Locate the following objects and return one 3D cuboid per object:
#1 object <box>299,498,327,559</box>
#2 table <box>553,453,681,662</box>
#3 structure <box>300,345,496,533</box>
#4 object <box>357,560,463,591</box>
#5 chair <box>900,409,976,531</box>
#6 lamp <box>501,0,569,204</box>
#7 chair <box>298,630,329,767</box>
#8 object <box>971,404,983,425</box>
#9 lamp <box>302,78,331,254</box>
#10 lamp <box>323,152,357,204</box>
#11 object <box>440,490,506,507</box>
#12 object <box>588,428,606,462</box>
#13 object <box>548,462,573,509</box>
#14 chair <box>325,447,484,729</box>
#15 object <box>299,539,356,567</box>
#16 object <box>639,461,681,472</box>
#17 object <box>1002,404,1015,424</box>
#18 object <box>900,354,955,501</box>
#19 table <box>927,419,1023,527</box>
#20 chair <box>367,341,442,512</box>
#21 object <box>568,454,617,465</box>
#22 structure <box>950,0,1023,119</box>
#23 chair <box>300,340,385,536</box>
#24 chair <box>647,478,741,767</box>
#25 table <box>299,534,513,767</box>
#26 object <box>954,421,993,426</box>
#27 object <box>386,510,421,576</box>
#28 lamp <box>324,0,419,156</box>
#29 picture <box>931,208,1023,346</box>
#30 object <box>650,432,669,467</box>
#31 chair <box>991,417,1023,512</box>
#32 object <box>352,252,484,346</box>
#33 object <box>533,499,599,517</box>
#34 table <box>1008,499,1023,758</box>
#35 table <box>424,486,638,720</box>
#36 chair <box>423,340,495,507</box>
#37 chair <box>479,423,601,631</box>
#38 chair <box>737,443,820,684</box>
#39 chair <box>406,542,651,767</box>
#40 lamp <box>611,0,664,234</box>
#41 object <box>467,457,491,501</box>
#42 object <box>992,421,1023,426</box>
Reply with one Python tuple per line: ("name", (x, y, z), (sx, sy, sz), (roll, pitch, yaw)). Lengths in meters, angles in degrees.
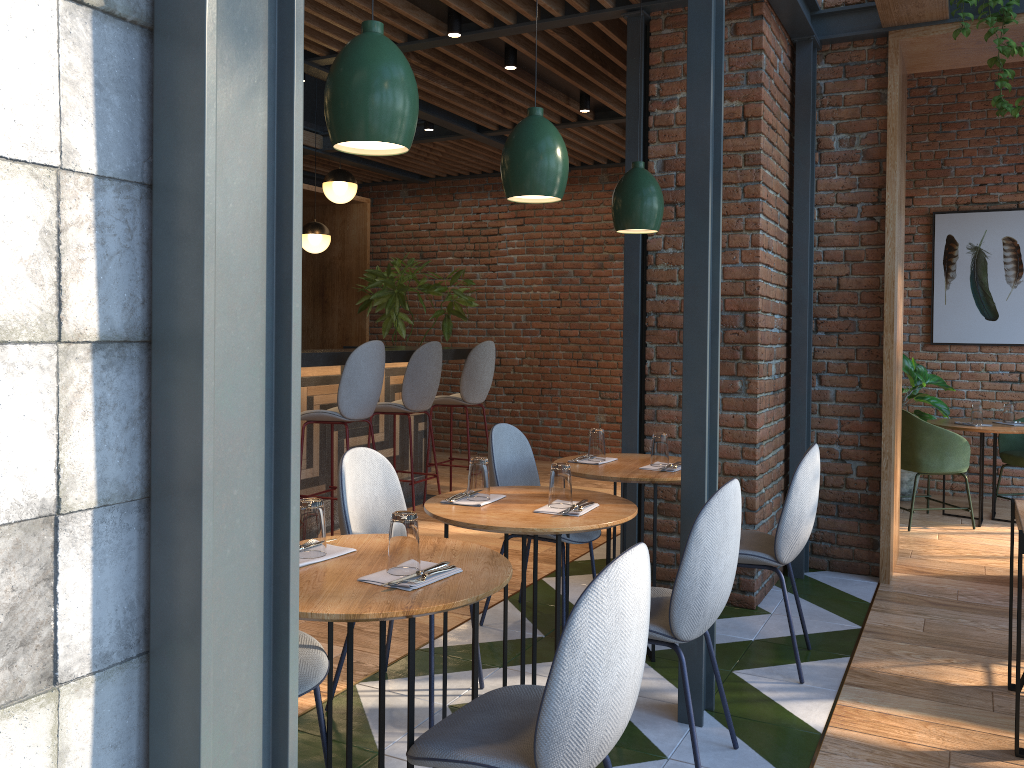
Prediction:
("object", (-0.503, 0.358, 2.213), (0.080, 0.138, 0.080), (1, 1, -5))
("table", (0.523, 0.721, 3.827), (0.699, 0.746, 0.700), (0, 2, -16))
("structure", (-2.516, 0.255, 5.588), (2.918, 1.395, 4.924), (2, 4, 27))
("object", (-0.240, 0.437, 2.048), (0.157, 0.019, 0.243), (3, 4, 32))
("chair", (2.879, 0.566, 6.251), (0.515, 0.818, 0.639), (0, 2, -9))
("lamp", (0.085, -1.615, 2.898), (0.224, 2.020, 0.224), (1, 1, 31))
("chair", (-0.743, 0.726, 2.342), (0.508, 0.887, 0.418), (2, 2, 33))
("object", (3.299, 0.215, 6.283), (0.080, 0.138, 0.080), (-1, 2, -42))
("lamp", (-1.655, -3.005, 7.506), (0.268, 3.792, 0.268), (0, 1, -42))
("lamp", (-1.328, -3.309, 6.922), (0.268, 3.792, 0.268), (1, 1, 37))
("object", (-0.125, 0.381, 2.997), (0.157, 0.019, 0.243), (2, 4, 24))
("object", (0.373, 0.266, 3.893), (0.080, 0.138, 0.080), (0, 2, -26))
("object", (0.157, 0.326, 2.863), (0.080, 0.138, 0.080), (2, 2, 37))
("chair", (-0.360, 0.682, 3.146), (0.508, 0.887, 0.418), (1, 1, 23))
("object", (-0.512, 0.422, 2.244), (0.157, 0.019, 0.243), (3, 4, 32))
("object", (0.640, 0.345, 3.735), (0.157, 0.019, 0.243), (3, 4, 31))
("object", (3.573, 0.213, 6.371), (0.080, 0.138, 0.080), (-1, 2, -42))
("object", (3.133, 0.328, 7.108), (0.633, 1.195, 0.715), (0, 1, -12))
("table", (3.409, 0.632, 6.341), (0.807, 0.686, 0.808), (1, 2, 11))
("chair", (-0.737, 0.326, 6.012), (0.508, 1.242, 0.418), (1, 1, 25))
("object", (0.363, 0.330, 3.924), (0.157, 0.019, 0.243), (3, 4, 31))
("structure", (2.224, -1.747, 4.213), (0.513, 0.968, 0.665), (1, 2, 19))
("chair", (-1.023, 0.355, 5.299), (0.508, 1.242, 0.418), (1, 1, 23))
("chair", (0.437, 0.717, 2.728), (0.508, 0.887, 0.418), (1, 1, 28))
("table", (-0.353, 0.813, 2.135), (0.700, 0.746, 0.700), (2, 3, 38))
("object", (3.270, 0.280, 6.299), (0.157, 0.019, 0.243), (0, 4, -15))
("object", (-0.252, 0.369, 2.070), (0.080, 0.138, 0.080), (1, 1, 5))
("lamp", (-0.325, -1.572, 2.106), (0.224, 2.020, 0.224), (1, 1, 31))
("picture", (3.785, -0.856, 7.143), (0.726, 1.094, 0.023), (1, 1, 27))
("object", (0.627, 0.277, 3.757), (0.080, 0.138, 0.080), (1, 1, 14))
("chair", (3.895, 0.567, 6.428), (0.515, 0.818, 0.639), (0, 2, -14))
("object", (-1.036, -0.281, 8.929), (1.517, 2.095, 1.083), (2, 2, 33))
("object", (0.173, 0.394, 2.843), (0.157, 0.019, 0.243), (2, 4, 24))
("table", (2.295, 0.826, 2.768), (1.272, 0.705, 0.658), (2, 2, 27))
("table", (0.057, 0.770, 2.927), (0.699, 0.746, 0.700), (0, 2, -20))
("chair", (-0.388, 0.291, 6.657), (0.508, 1.242, 0.418), (1, 1, 27))
("chair", (0.146, 0.635, 4.025), (0.508, 0.887, 0.418), (1, 1, 28))
("chair", (0.974, 0.671, 3.590), (0.508, 0.887, 0.418), (1, 1, 23))
("chair", (0.033, 0.762, 1.903), (0.508, 0.887, 0.418), (1, 1, 28))
("lamp", (0.550, -1.665, 3.797), (0.224, 2.020, 0.224), (1, 1, 31))
("object", (-0.111, 0.317, 2.967), (0.080, 0.138, 0.080), (0, 2, -23))
("object", (3.598, 0.280, 6.366), (0.157, 0.019, 0.243), (0, 4, -15))
